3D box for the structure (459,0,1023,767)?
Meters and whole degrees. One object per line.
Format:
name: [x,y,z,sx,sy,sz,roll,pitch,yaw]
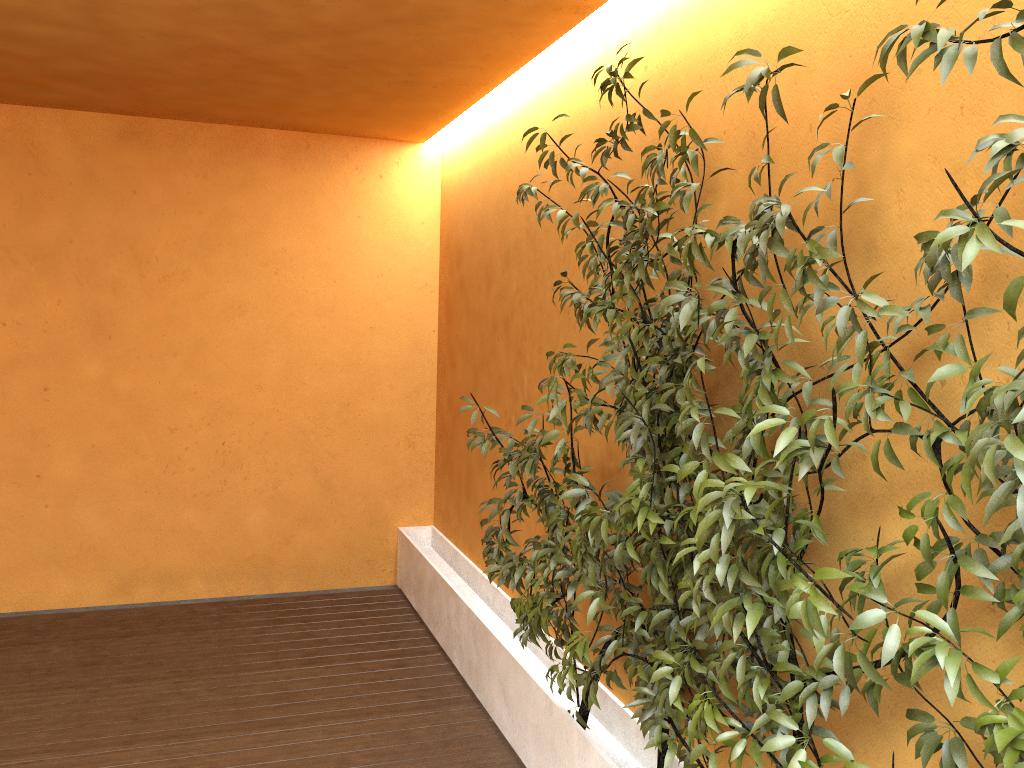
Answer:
structure: [0.536,0.184,2.151,0.622,2.483,3.166,0,4,-20]
